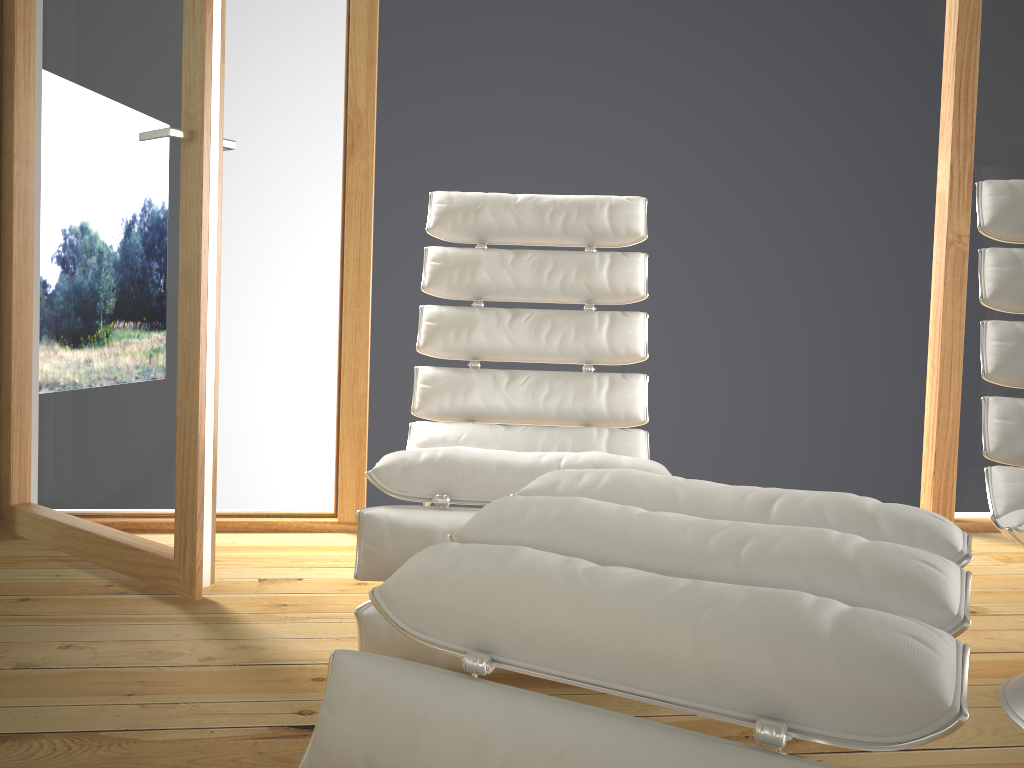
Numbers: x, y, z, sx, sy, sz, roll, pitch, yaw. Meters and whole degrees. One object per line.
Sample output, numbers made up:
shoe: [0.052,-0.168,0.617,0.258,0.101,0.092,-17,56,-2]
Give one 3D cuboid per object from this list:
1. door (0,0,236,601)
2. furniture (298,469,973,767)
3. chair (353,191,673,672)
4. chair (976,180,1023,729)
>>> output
door: [-0.993,-0.774,2.152,0.935,2.415,0.163,4,3,37]
furniture: [0.193,0.352,1.005,0.570,0.439,0.686,4,4,27]
chair: [0.036,0.016,1.926,0.569,0.967,0.915,2,3,2]
chair: [1.129,0.086,1.447,0.570,0.967,0.915,3,3,17]
